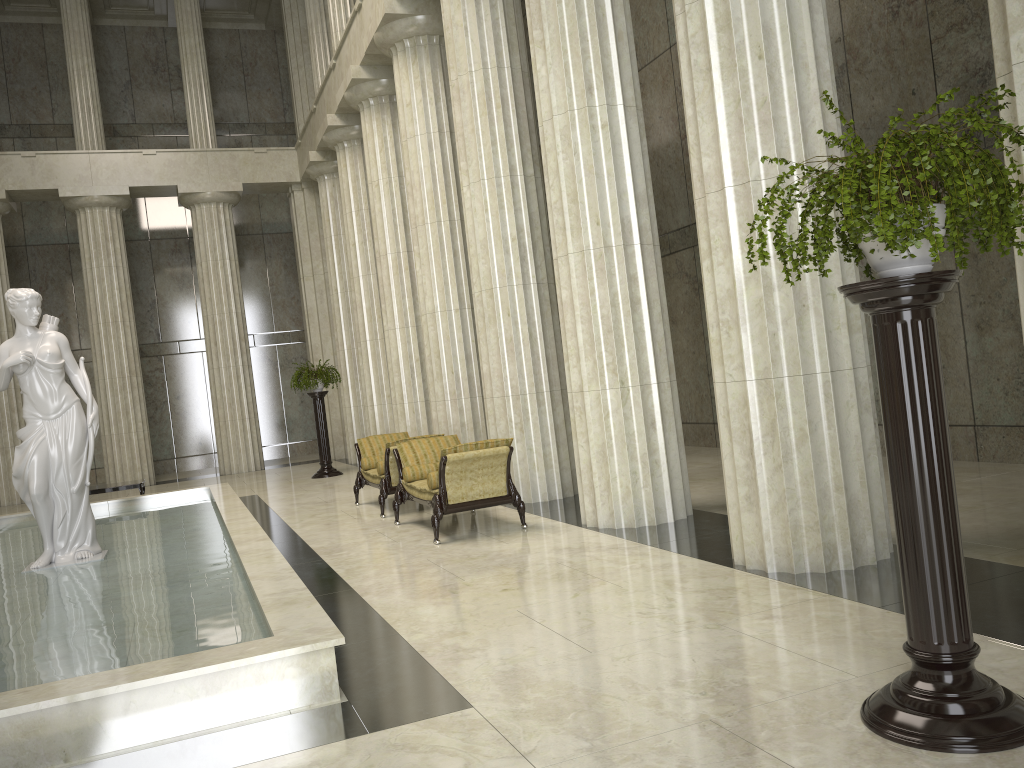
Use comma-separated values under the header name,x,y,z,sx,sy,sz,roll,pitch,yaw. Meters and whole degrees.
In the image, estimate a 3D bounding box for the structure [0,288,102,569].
name,x,y,z,sx,sy,sz,roll,pitch,yaw
structure,-4.771,0.505,9.177,0.940,3.044,0.729,-7,0,-26

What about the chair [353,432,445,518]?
name,x,y,z,sx,sy,sz,roll,pitch,yaw
chair,-1.523,1.166,11.949,0.993,0.950,2.172,-7,0,-21

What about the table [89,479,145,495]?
name,x,y,z,sx,sy,sz,roll,pitch,yaw
table,-6.993,2.019,15.507,1.134,0.494,1.123,-7,0,-22

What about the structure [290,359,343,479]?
name,x,y,z,sx,sy,sz,roll,pitch,yaw
structure,-3.898,0.692,18.040,1.053,2.386,1.159,-7,0,-16

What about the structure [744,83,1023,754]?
name,x,y,z,sx,sy,sz,roll,pitch,yaw
structure,1.605,0.117,3.420,1.159,2.386,1.053,-7,0,9

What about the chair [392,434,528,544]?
name,x,y,z,sx,sy,sz,roll,pitch,yaw
chair,-0.657,1.075,9.640,0.993,0.950,2.172,-7,0,-21

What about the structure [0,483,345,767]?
name,x,y,z,sx,sy,sz,roll,pitch,yaw
structure,-4.587,1.946,9.217,3.754,0.508,11.573,-7,0,-21
